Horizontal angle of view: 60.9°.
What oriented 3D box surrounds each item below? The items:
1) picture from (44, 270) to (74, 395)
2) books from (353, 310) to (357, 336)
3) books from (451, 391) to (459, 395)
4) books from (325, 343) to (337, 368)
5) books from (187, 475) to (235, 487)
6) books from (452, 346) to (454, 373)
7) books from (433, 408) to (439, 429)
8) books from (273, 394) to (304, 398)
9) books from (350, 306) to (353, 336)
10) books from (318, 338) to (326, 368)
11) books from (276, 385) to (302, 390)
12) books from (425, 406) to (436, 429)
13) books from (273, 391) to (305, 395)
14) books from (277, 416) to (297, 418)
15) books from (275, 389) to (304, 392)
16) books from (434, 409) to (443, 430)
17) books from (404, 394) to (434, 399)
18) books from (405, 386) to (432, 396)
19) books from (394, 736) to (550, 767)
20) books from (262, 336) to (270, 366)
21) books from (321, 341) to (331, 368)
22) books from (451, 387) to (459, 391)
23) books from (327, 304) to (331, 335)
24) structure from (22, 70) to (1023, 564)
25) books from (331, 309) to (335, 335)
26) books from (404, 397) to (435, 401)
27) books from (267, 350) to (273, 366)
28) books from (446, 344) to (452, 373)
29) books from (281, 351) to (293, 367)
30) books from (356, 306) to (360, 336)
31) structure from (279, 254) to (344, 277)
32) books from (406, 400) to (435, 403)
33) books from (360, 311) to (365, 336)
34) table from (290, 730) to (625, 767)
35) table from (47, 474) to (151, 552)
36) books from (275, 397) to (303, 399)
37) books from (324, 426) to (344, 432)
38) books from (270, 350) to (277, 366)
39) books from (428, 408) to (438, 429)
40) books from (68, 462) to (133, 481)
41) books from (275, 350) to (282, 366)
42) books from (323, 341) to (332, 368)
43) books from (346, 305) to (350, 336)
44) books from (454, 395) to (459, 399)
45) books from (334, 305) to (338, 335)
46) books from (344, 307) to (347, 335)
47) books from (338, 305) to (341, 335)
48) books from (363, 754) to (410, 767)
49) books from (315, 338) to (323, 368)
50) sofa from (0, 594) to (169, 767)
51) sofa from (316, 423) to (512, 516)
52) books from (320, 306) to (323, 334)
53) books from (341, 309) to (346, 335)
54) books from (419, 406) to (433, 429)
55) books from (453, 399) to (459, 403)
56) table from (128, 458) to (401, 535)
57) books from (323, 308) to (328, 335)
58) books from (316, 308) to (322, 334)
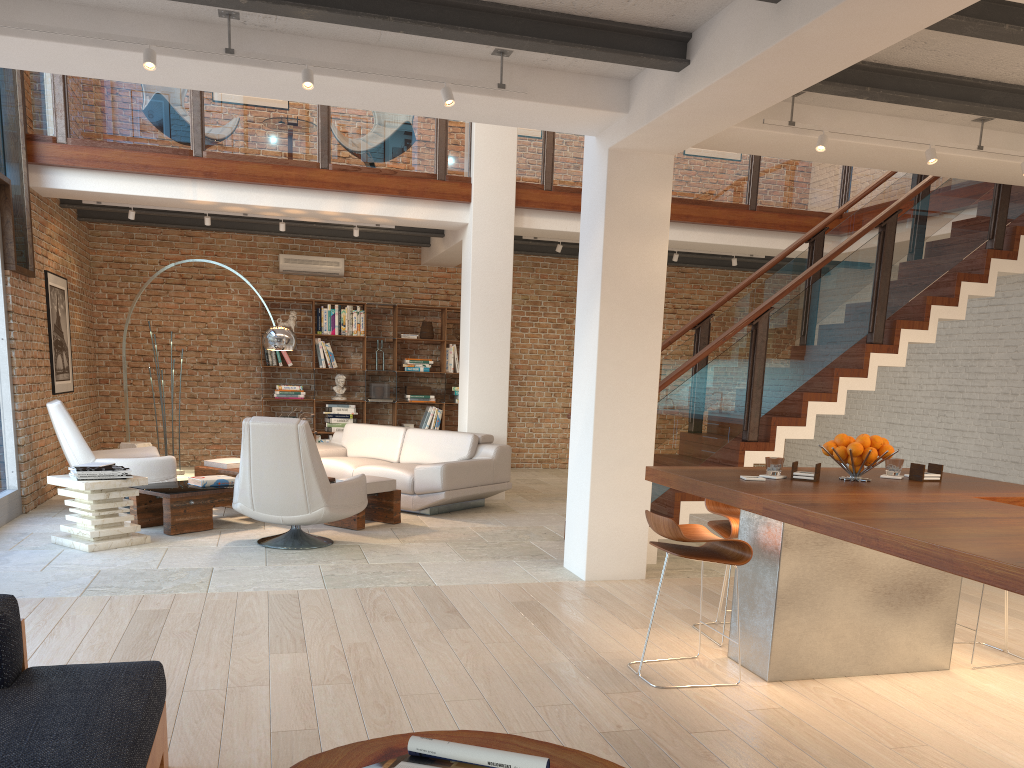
[{"bbox_3d":[-4.629,-0.504,8.928,0.027,1.224,0.890,-1,8,-16],"label":"picture"},{"bbox_3d":[-2.072,-0.795,11.450,0.055,0.337,0.248,-1,8,-16],"label":"books"},{"bbox_3d":[-0.654,0.127,12.041,0.326,0.057,0.250,2,1,-16],"label":"books"},{"bbox_3d":[-2.380,-0.373,11.451,0.158,0.337,0.248,-1,8,-16],"label":"books"},{"bbox_3d":[-2.543,0.823,7.409,0.251,0.057,0.324,3,2,45],"label":"books"},{"bbox_3d":[-0.834,-0.335,11.888,0.021,0.368,0.265,-1,8,-16],"label":"books"},{"bbox_3d":[-1.081,0.501,11.998,0.098,0.363,0.265,-1,8,-16],"label":"books"},{"bbox_3d":[-2.925,0.151,11.401,0.379,0.037,0.239,2,1,-20],"label":"books"},{"bbox_3d":[-2.118,-0.824,11.437,0.036,0.393,0.237,-1,9,-16],"label":"books"},{"bbox_3d":[-2.497,-0.402,11.408,0.103,0.393,0.237,-1,9,-16],"label":"books"},{"bbox_3d":[-2.907,0.047,11.396,0.326,0.057,0.250,2,1,-13],"label":"books"},{"bbox_3d":[-1.147,0.488,11.958,0.161,0.382,0.238,-1,8,-16],"label":"books"},{"bbox_3d":[-2.911,0.115,11.391,0.379,0.037,0.239,2,1,-22],"label":"books"},{"bbox_3d":[-2.964,0.432,11.459,0.252,0.017,0.159,2,1,-16],"label":"books"},{"bbox_3d":[-2.917,0.085,11.403,0.356,0.021,0.267,2,1,-17],"label":"books"},{"bbox_3d":[-1.035,0.511,11.998,0.116,0.342,0.248,-1,8,-16],"label":"books"},{"bbox_3d":[-1.266,0.170,11.853,0.380,0.037,0.239,2,1,-17],"label":"books"},{"bbox_3d":[-1.276,0.090,11.843,0.335,0.121,0.208,2,3,-16],"label":"books"},{"bbox_3d":[-0.112,0.855,1.820,0.321,0.111,0.268,3,2,17],"label":"books"},{"bbox_3d":[-3.172,-0.428,11.228,0.091,0.394,0.237,-1,9,-16],"label":"books"},{"bbox_3d":[-2.449,-0.384,11.435,0.124,0.357,0.265,-1,8,-16],"label":"books"},{"bbox_3d":[-0.668,0.070,12.025,0.326,0.057,0.250,2,1,-6],"label":"books"},{"bbox_3d":[-2.388,-0.833,11.357,0.036,0.393,0.237,-1,9,-16],"label":"books"},{"bbox_3d":[1.363,-0.739,5.561,10.156,4.231,13.582,1,2,-16],"label":"structure"},{"bbox_3d":[-2.348,-0.804,11.388,0.055,0.337,0.248,-1,8,-16],"label":"books"},{"bbox_3d":[-1.262,0.206,11.896,0.379,0.037,0.239,2,1,-20],"label":"books"},{"bbox_3d":[-3.139,-0.427,11.246,0.091,0.394,0.237,-1,9,-16],"label":"books"},{"bbox_3d":[-0.858,-0.349,11.868,0.036,0.393,0.237,-1,9,-16],"label":"books"},{"bbox_3d":[-2.951,-0.388,11.316,0.195,0.326,0.248,0,8,-16],"label":"books"},{"bbox_3d":[-2.027,-0.821,11.463,0.036,0.393,0.237,-1,9,-16],"label":"books"},{"bbox_3d":[-2.591,-1.532,11.282,0.813,0.224,0.195,2,6,-16],"label":"structure"},{"bbox_3d":[-1.246,0.236,11.892,0.356,0.021,0.267,2,1,-17],"label":"books"},{"bbox_3d":[-1.985,-0.792,11.497,0.055,0.337,0.248,-1,8,-16],"label":"books"},{"bbox_3d":[0.073,1.150,1.451,1.077,0.456,1.794,2,1,-10],"label":"table"},{"bbox_3d":[-3.072,0.940,6.497,0.490,0.516,0.489,6,7,34],"label":"table"},{"bbox_3d":[-2.918,0.180,11.415,0.356,0.021,0.267,2,1,-16],"label":"books"},{"bbox_3d":[-2.301,0.605,11.657,0.379,0.066,0.239,2,2,-21],"label":"books"},{"bbox_3d":[-3.095,-0.400,11.283,0.102,0.342,0.248,-1,8,-16],"label":"books"},{"bbox_3d":[-1.099,0.498,11.983,0.098,0.363,0.265,-1,8,-16],"label":"books"},{"bbox_3d":[-3.077,0.644,6.495,0.388,0.081,0.559,1,1,-32],"label":"books"},{"bbox_3d":[-3.032,-0.421,11.263,0.121,0.390,0.237,-1,9,-16],"label":"books"},{"bbox_3d":[-2.430,-0.383,11.450,0.124,0.357,0.265,-1,8,-16],"label":"books"},{"bbox_3d":[-2.157,-0.826,11.440,0.036,0.393,0.237,-1,9,-16],"label":"books"},{"bbox_3d":[-0.610,0.185,12.054,0.326,0.057,0.250,2,1,-21],"label":"books"},{"bbox_3d":[-2.296,-0.830,11.377,0.036,0.393,0.237,-1,9,-16],"label":"books"},{"bbox_3d":[-2.181,-0.813,11.422,0.021,0.368,0.265,-1,8,-16],"label":"books"},{"bbox_3d":[-2.263,-0.829,11.396,0.036,0.393,0.237,-1,9,-16],"label":"books"},{"bbox_3d":[-0.145,0.866,1.894,0.251,0.011,0.314,1,1,-42],"label":"books"},{"bbox_3d":[-2.539,-0.404,11.420,0.101,0.393,0.237,-1,9,-16],"label":"books"},{"bbox_3d":[-1.072,1.003,0.980,2.080,0.674,3.873,2,1,-16],"label":"sofa"},{"bbox_3d":[-1.259,0.844,9.084,2.308,0.774,1.131,3,4,34],"label":"sofa"},{"bbox_3d":[-2.475,-0.823,11.349,0.021,0.368,0.265,-1,8,-16],"label":"books"},{"bbox_3d":[-2.215,-0.800,11.400,0.055,0.337,0.248,-1,8,-16],"label":"books"},{"bbox_3d":[-1.194,0.487,11.969,0.163,0.381,0.238,-1,8,-16],"label":"books"},{"bbox_3d":[-0.636,0.241,12.058,0.326,0.057,0.250,2,1,-13],"label":"books"},{"bbox_3d":[-2.353,0.986,7.775,2.184,0.439,1.951,3,1,35],"label":"table"},{"bbox_3d":[-2.433,-0.807,11.346,0.055,0.337,0.248,-1,8,-16],"label":"books"},{"bbox_3d":[-2.513,-0.810,11.342,0.055,0.337,0.248,-1,8,-16],"label":"books"}]
